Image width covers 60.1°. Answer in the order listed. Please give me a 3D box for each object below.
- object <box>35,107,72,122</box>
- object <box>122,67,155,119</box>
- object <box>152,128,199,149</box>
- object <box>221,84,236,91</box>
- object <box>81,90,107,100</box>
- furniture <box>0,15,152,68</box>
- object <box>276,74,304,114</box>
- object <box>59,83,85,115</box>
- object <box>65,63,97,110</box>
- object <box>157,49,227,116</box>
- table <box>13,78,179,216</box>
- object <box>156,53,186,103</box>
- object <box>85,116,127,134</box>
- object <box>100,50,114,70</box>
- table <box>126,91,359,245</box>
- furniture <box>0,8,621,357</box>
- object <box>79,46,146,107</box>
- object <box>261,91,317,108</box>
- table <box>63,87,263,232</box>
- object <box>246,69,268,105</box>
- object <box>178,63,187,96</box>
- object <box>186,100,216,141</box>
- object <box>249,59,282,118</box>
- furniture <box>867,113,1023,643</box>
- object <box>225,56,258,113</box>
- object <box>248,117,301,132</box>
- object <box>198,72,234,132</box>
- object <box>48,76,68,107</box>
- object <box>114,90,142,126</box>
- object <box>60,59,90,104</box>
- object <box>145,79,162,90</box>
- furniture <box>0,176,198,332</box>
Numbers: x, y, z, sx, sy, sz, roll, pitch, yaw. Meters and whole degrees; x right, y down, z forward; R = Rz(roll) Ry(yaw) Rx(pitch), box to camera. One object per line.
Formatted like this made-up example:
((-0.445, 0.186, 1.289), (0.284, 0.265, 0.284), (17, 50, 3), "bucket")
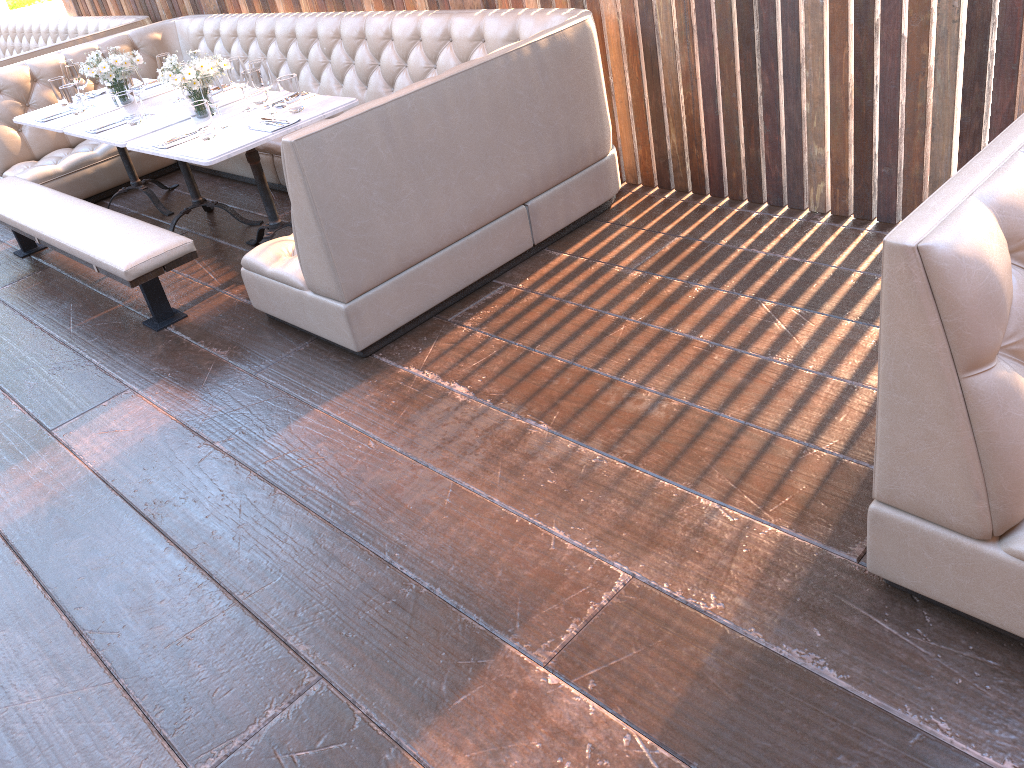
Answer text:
((-2.546, -1.527, 4.982), (0.159, 0.018, 0.259), (20, 44, 41), "object")
((-1.875, -1.458, 4.436), (0.092, 0.238, 0.095), (-8, 30, 8), "object")
((-1.465, -1.102, 3.937), (0.159, 0.018, 0.259), (20, 44, 41), "object")
((-1.609, -1.558, 4.715), (0.159, 0.018, 0.259), (20, 44, 41), "object")
((-2.543, -1.741, 5.324), (0.160, 0.018, 0.258), (-35, 38, -32), "object")
((-4.672, -2.659, 7.980), (1.739, 0.836, 4.204), (-35, 38, -32), "furniture")
((-0.983, -1.292, 3.948), (0.092, 0.154, 0.094), (9, 36, 32), "object")
((-2.413, -1.565, 4.868), (0.092, 0.154, 0.094), (9, 36, 32), "object")
((-2.406, -1.662, 4.941), (0.092, 0.238, 0.095), (-8, 30, 8), "object")
((-1.490, -1.417, 4.180), (0.340, 0.301, 0.335), (-27, 34, -23), "object")
((-2.320, -1.369, 5.297), (0.807, 0.654, 0.813), (19, 43, 41), "table")
((-1.789, -1.607, 4.645), (0.092, 0.238, 0.095), (-8, 30, 8), "object")
((-2.020, -1.321, 4.475), (0.159, 0.018, 0.259), (20, 44, 41), "object")
((-2.348, -1.824, 5.181), (0.094, 0.238, 0.093), (-32, 35, -31), "object")
((-1.176, -0.922, 4.195), (0.807, 0.654, 0.813), (19, 43, 41), "table")
((-1.495, -1.416, 4.917), (1.739, 0.836, 4.204), (-35, 38, -32), "furniture")
((-2.164, -1.680, 4.828), (0.339, 0.301, 0.335), (-24, 33, -19), "object")
((-1.066, -1.344, 4.189), (0.159, 0.018, 0.259), (20, 44, 41), "object")
((-1.748, -1.145, 4.746), (0.807, 0.654, 0.812), (20, 43, 42), "table")
((-1.229, -1.425, 4.244), (0.092, 0.154, 0.094), (9, 36, 32), "object")
((-1.769, -1.639, 4.769), (0.092, 0.154, 0.094), (9, 36, 32), "object")
((-1.333, -1.134, 3.814), (0.092, 0.154, 0.094), (9, 36, 32), "object")
((-1.105, -1.323, 3.958), (0.092, 0.238, 0.095), (-8, 30, 8), "object")
((2.746, 0.243, 0.829), (1.739, 0.836, 4.204), (-35, 38, -32), "furniture")
((-1.264, -1.397, 4.131), (0.092, 0.238, 0.095), (-8, 30, 8), "object")
((-1.049, -1.140, 3.858), (0.160, 0.018, 0.258), (-35, 38, -32), "object")
((-1.301, -1.238, 3.890), (0.092, 0.238, 0.095), (-8, 30, 8), "object")
((-2.631, -1.706, 5.168), (0.092, 0.154, 0.094), (-14, 30, -2), "object")
((-1.883, -1.357, 4.356), (0.092, 0.154, 0.094), (9, 36, 32), "object")
((-2.532, -1.750, 5.125), (0.092, 0.238, 0.095), (-8, 30, 8), "object")
((-2.164, -1.771, 5.243), (0.159, 0.018, 0.259), (20, 44, 41), "object")
((-2.198, -0.691, 4.425), (0.318, 0.388, 2.354), (-34, 38, -32), "furniture")
